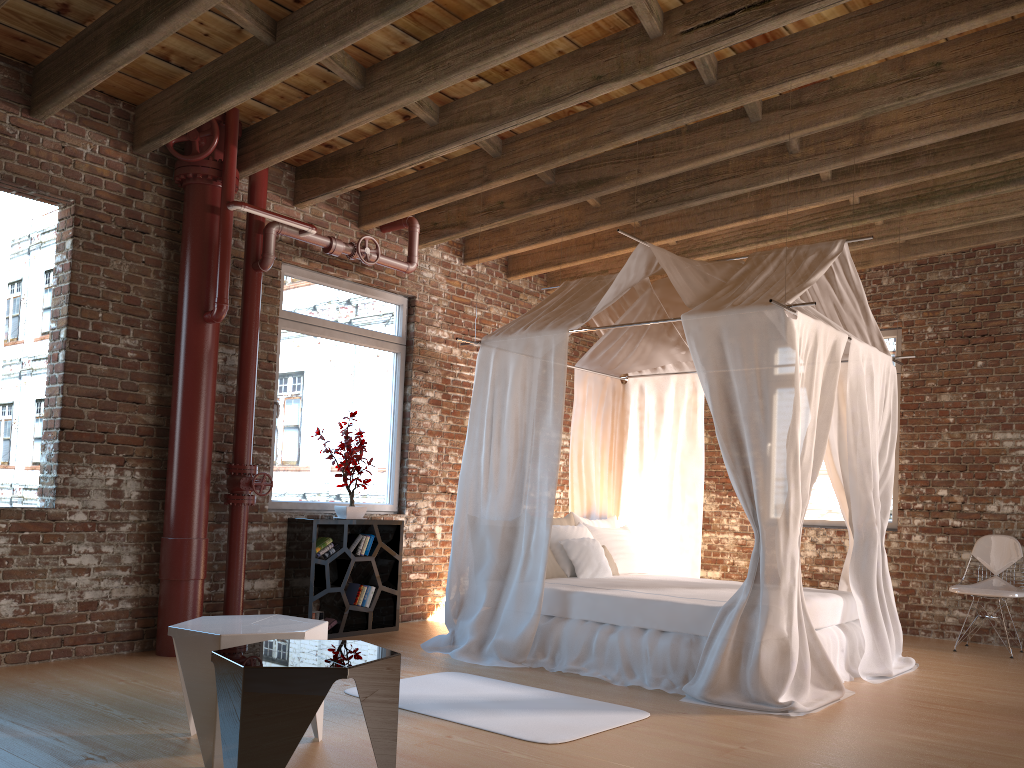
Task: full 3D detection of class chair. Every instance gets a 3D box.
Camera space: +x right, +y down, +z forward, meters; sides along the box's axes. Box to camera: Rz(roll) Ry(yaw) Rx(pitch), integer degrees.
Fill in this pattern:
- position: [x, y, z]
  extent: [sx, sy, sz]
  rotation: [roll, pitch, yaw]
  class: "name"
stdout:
- position: [-1.057, 1.207, 3.535]
  extent: [0.534, 0.488, 0.622]
  rotation: [2, -6, 3]
  class: "chair"
- position: [3.710, 1.618, 6.838]
  extent: [0.530, 0.893, 0.584]
  rotation: [-1, -5, 39]
  class: "chair"
- position: [-0.692, 1.139, 2.933]
  extent: [0.620, 0.488, 0.535]
  rotation: [3, -6, -7]
  class: "chair"

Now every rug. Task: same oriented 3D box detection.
- position: [-0.098, 1.600, 4.446]
  extent: [1.416, 0.007, 0.876]
  rotation: [-4, -10, 40]
  class: "rug"

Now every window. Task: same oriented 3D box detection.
- position: [-1.338, 0.087, 6.802]
  extent: [0.165, 1.840, 1.369]
  rotation: [0, -5, 40]
  class: "window"
- position: [2.952, 0.430, 8.189]
  extent: [1.298, 1.840, 0.174]
  rotation: [-1, -5, 39]
  class: "window"

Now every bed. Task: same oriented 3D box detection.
- position: [1.156, -0.065, 6.059]
  extent: [2.634, 3.865, 2.541]
  rotation: [-1, -6, 39]
  class: "bed"

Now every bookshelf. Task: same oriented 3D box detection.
- position: [-1.238, 1.426, 6.547]
  extent: [0.289, 0.841, 0.871]
  rotation: [-1, -6, 40]
  class: "bookshelf"

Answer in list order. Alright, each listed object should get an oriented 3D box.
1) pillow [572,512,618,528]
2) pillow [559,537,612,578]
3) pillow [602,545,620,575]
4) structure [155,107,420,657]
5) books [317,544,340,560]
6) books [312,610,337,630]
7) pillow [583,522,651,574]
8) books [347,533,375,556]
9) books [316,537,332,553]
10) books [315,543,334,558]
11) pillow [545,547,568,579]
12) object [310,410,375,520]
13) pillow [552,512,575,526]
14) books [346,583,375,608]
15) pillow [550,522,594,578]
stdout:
- position: [0.694, 1.285, 7.102]
  extent: [0.205, 0.496, 0.642]
  rotation: [-1, -6, 40]
  class: "pillow"
- position: [0.539, 1.252, 6.340]
  extent: [0.393, 0.290, 0.212]
  rotation: [7, -7, -41]
  class: "pillow"
- position: [0.668, 1.309, 6.549]
  extent: [0.160, 0.233, 0.293]
  rotation: [-1, -7, 38]
  class: "pillow"
- position: [-1.488, 0.038, 6.051]
  extent: [0.569, 3.448, 2.033]
  rotation: [0, -5, 39]
  class: "structure"
- position: [-1.334, 1.202, 6.324]
  extent: [0.132, 0.113, 0.160]
  rotation: [-3, -8, 39]
  class: "books"
- position: [-1.369, 1.697, 6.282]
  extent: [0.132, 0.159, 0.254]
  rotation: [-2, -7, 39]
  class: "books"
- position: [0.842, 1.319, 6.980]
  extent: [0.289, 0.430, 0.640]
  rotation: [-2, -7, 40]
  class: "pillow"
- position: [-1.153, 1.192, 6.541]
  extent: [0.132, 0.165, 0.248]
  rotation: [-2, -7, 39]
  class: "books"
- position: [-1.378, 1.146, 6.271]
  extent: [0.132, 0.108, 0.157]
  rotation: [-3, -8, 39]
  class: "books"
- position: [-1.371, 1.183, 6.279]
  extent: [0.132, 0.108, 0.157]
  rotation: [-3, -8, 39]
  class: "books"
- position: [0.083, 1.169, 6.052]
  extent: [0.354, 0.412, 0.623]
  rotation: [-2, -7, 37]
  class: "pillow"
- position: [-1.233, 0.581, 6.529]
  extent: [0.392, 0.836, 0.422]
  rotation: [0, -5, 35]
  class: "object"
- position: [0.307, 1.203, 6.635]
  extent: [0.206, 0.492, 0.643]
  rotation: [-1, -6, 39]
  class: "pillow"
- position: [-1.135, 1.574, 6.564]
  extent: [0.132, 0.180, 0.207]
  rotation: [-2, -7, 39]
  class: "books"
- position: [0.464, 1.208, 6.513]
  extent: [0.345, 0.401, 0.622]
  rotation: [-2, -7, 37]
  class: "pillow"
